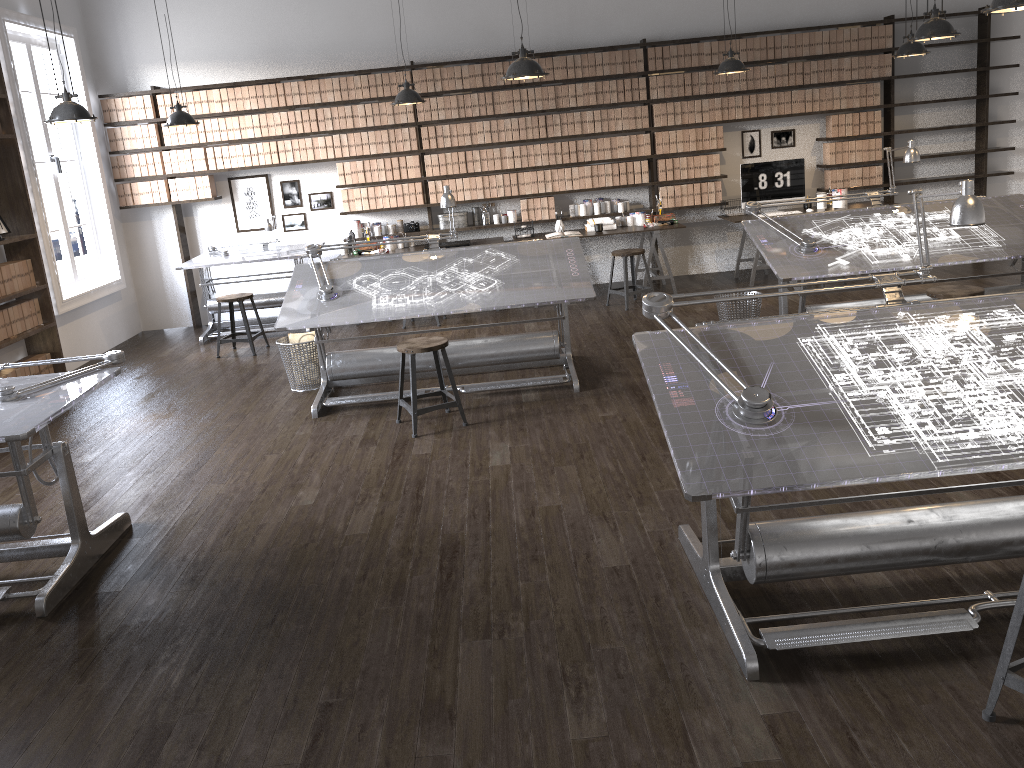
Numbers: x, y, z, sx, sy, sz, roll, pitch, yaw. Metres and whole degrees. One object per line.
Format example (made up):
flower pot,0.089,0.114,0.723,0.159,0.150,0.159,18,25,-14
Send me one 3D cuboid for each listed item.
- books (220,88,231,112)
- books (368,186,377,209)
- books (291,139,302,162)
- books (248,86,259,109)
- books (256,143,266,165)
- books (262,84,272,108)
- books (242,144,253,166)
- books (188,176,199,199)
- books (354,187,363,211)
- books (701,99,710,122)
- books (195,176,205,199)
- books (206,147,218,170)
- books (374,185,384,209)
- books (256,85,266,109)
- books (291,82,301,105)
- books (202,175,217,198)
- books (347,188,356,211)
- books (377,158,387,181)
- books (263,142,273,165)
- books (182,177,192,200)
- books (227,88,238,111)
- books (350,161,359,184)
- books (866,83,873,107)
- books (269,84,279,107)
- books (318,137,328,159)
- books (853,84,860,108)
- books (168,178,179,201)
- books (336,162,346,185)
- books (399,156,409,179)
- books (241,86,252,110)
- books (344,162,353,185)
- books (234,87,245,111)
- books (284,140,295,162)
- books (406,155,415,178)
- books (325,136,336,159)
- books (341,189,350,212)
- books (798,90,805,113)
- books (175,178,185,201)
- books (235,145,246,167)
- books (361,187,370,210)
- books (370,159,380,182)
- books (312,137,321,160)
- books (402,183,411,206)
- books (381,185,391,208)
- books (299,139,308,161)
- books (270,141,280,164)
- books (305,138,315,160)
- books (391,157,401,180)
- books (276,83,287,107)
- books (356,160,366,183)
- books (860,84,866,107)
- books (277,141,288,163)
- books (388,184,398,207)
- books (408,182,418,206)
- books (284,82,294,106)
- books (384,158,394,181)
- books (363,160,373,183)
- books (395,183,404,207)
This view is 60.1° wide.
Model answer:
books,-2.846,-2.834,8.858,0.067,0.223,0.176,-6,14,0
books,-1.429,-1.917,9.115,0.067,0.223,0.176,-6,14,0
books,-2.172,-2.367,8.990,0.067,0.223,0.176,-6,14,0
books,-2.565,-2.861,8.859,0.067,0.223,0.176,-6,14,0
books,-2.527,-2.332,8.986,0.067,0.223,0.176,-6,14,0
books,-2.430,-2.876,8.864,0.067,0.223,0.176,-6,14,0
books,-2.661,-2.317,8.980,0.067,0.223,0.176,-6,14,0
books,-3.227,-2.000,9.037,0.067,0.223,0.176,-6,14,0
books,-1.571,-1.902,9.112,0.067,0.223,0.176,-6,14,0
books,1.953,-2.779,9.016,0.067,0.223,0.176,-6,14,0
books,-3.158,-2.009,9.044,0.067,0.223,0.176,-6,14,0
books,-3.024,-2.282,8.981,0.067,0.223,0.176,-6,14,0
books,-1.360,-1.924,9.117,0.067,0.223,0.176,-6,14,0
books,-2.493,-2.868,8.859,0.067,0.223,0.176,-6,14,0
books,-2.146,-2.903,8.864,0.067,0.223,0.176,-6,14,0
books,-3.089,-2.015,9.042,0.067,0.223,0.176,-6,14,0
books,-1.634,-1.896,9.113,0.067,0.223,0.176,-6,14,0
books,-1.323,-2.188,9.052,0.067,0.223,0.176,-6,14,0
books,-2.462,-2.339,8.988,0.067,0.223,0.176,-6,14,0
books,-3.294,-1.995,9.041,0.067,0.223,0.176,-6,14,0
books,-2.776,-2.842,8.862,0.067,0.223,0.176,-6,14,0
books,-1.598,-2.162,9.053,0.067,0.223,0.176,-6,14,0
books,3.614,-2.944,9.031,0.067,0.223,0.176,-6,14,0
books,-2.365,-2.883,8.867,0.067,0.223,0.176,-6,14,0
books,-1.905,-2.393,8.989,0.067,0.223,0.176,-6,14,0
books,3.477,-2.929,9.024,0.067,0.223,0.176,-6,14,0
books,-3.429,-1.980,9.036,0.067,0.223,0.176,-6,14,0
books,-1.733,-2.148,9.048,0.067,0.223,0.176,-6,14,0
books,-1.104,-2.211,9.058,0.067,0.223,0.176,-6,14,0
books,-2.637,-2.855,8.861,0.067,0.223,0.176,-6,14,0
books,-1.661,-2.155,9.051,0.067,0.223,0.176,-6,14,0
books,-2.707,-2.849,8.865,0.067,0.223,0.176,-6,14,0
books,-2.242,-2.359,8.985,0.067,0.223,0.176,-6,14,0
books,-1.029,-2.218,9.056,0.067,0.223,0.176,-6,14,0
books,-1.833,-2.399,8.988,0.067,0.223,0.176,-6,14,0
books,-1.700,-1.889,9.108,0.067,0.223,0.176,-6,14,0
books,2.923,-2.874,9.020,0.067,0.223,0.176,-6,14,0
books,-3.356,-1.988,9.039,0.067,0.223,0.176,-6,14,0
books,-2.734,-2.311,8.983,0.067,0.223,0.176,-6,14,0
books,-1.499,-1.909,9.110,0.067,0.223,0.176,-6,14,0
books,-1.394,-2.182,9.056,0.067,0.223,0.176,-6,14,0
books,-1.968,-2.387,8.990,0.067,0.223,0.176,-6,14,0
books,-1.083,-1.951,9.116,0.067,0.223,0.176,-6,14,0
books,-1.290,-1.930,9.114,0.067,0.223,0.176,-6,14,0
books,-2.101,-2.374,8.990,0.067,0.223,0.176,-6,14,0
books,-2.388,-2.345,8.984,0.067,0.223,0.176,-6,14,0
books,-2.034,-2.379,8.985,0.067,0.223,0.176,-6,14,0
books,-1.178,-2.202,9.052,0.067,0.223,0.176,-6,14,0
books,-2.291,-2.889,8.862,0.067,0.223,0.176,-6,14,0
books,-1.531,-2.167,9.049,0.067,0.223,0.176,-6,14,0
books,3.544,-2.937,9.030,0.067,0.223,0.176,-6,14,0
books,-2.313,-2.353,8.990,0.067,0.223,0.176,-6,14,0
books,-1.218,-1.936,9.111,0.067,0.223,0.176,-6,14,0
books,-1.018,-1.958,9.119,0.067,0.223,0.176,-6,14,0
books,-2.217,-2.897,8.868,0.067,0.223,0.176,-6,14,0
books,-1.253,-2.197,9.057,0.067,0.223,0.176,-6,14,0
books,-1.465,-2.175,9.055,0.067,0.223,0.176,-6,14,0
books,-1.146,-1.943,9.111,0.067,0.223,0.176,-6,14,0
